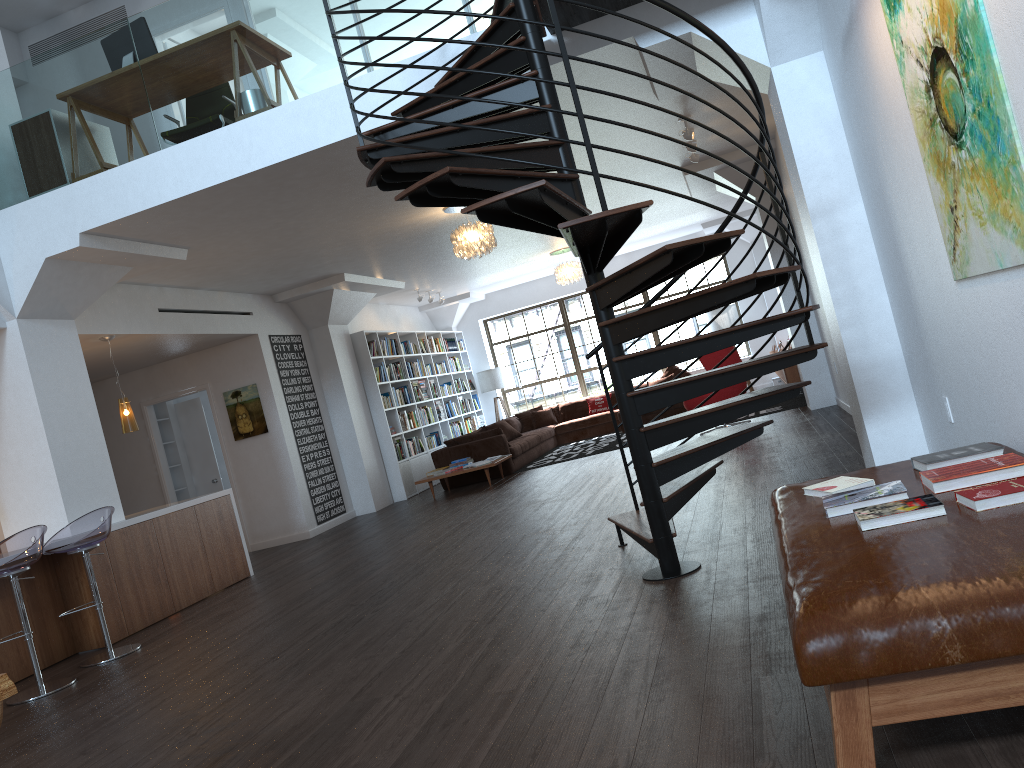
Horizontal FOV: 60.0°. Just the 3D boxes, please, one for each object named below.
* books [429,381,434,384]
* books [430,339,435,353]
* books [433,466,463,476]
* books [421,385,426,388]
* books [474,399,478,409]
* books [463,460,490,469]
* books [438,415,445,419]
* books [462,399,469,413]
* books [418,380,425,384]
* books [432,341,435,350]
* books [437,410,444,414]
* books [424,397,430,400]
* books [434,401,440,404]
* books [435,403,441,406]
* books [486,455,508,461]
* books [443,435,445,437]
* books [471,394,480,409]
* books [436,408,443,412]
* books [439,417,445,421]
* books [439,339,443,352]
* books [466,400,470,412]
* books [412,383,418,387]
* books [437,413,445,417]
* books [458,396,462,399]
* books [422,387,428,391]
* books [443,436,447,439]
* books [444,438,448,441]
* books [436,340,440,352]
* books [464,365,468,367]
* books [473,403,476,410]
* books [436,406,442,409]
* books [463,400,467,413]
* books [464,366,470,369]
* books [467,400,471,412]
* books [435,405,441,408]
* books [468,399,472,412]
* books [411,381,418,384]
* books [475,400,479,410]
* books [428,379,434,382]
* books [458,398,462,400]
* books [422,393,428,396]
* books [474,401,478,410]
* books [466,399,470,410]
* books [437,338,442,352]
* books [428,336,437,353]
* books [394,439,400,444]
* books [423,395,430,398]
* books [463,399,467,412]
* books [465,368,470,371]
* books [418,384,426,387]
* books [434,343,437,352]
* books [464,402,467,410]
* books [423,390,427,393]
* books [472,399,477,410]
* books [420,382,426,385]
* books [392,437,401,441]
[{"bbox_3d":[-1.396,-0.001,14.438,0.223,0.031,0.161,-15,0,15],"label":"books"},{"bbox_3d":[-1.411,-0.620,14.959,0.171,0.246,0.057,-15,0,15],"label":"books"},{"bbox_3d":[-0.831,1.130,11.514,0.236,0.035,0.340,-15,-1,40],"label":"books"},{"bbox_3d":[-1.481,0.064,14.111,0.161,0.033,0.223,-15,0,15],"label":"books"},{"bbox_3d":[-0.733,0.394,16.422,0.161,0.213,0.118,-15,0,15],"label":"books"},{"bbox_3d":[-0.457,1.031,11.403,0.231,0.040,0.342,-14,-1,-35],"label":"books"},{"bbox_3d":[-1.246,0.562,14.537,0.251,0.037,0.160,-15,-1,20],"label":"books"},{"bbox_3d":[-0.886,0.407,15.889,0.183,0.253,0.042,-15,0,15],"label":"books"},{"bbox_3d":[-1.488,-0.026,14.120,0.129,0.043,0.185,-15,-1,29],"label":"books"},{"bbox_3d":[-1.397,-0.611,14.999,0.161,0.223,0.027,-15,0,15],"label":"books"},{"bbox_3d":[-1.255,0.481,14.545,0.231,0.044,0.168,-15,0,10],"label":"books"},{"bbox_3d":[-1.422,0.256,14.097,0.171,0.039,0.246,-15,0,15],"label":"books"},{"bbox_3d":[-1.286,0.323,14.529,0.185,0.041,0.129,-15,-1,29],"label":"books"},{"bbox_3d":[-1.273,0.353,14.534,0.208,0.024,0.144,-15,-1,20],"label":"books"},{"bbox_3d":[-0.227,0.974,11.696,0.256,0.035,0.350,-15,-1,40],"label":"books"},{"bbox_3d":[-1.206,0.873,14.513,0.204,0.025,0.144,-15,0,15],"label":"books"},{"bbox_3d":[-0.709,0.348,16.571,0.176,0.290,0.053,-15,0,15],"label":"books"},{"bbox_3d":[-1.271,0.443,14.539,0.253,0.040,0.183,-15,0,15],"label":"books"},{"bbox_3d":[-1.235,0.598,14.533,0.246,0.038,0.171,-15,0,15],"label":"books"},{"bbox_3d":[-1.302,-0.647,15.376,0.160,0.250,0.026,-15,0,15],"label":"books"},{"bbox_3d":[-0.861,0.417,15.951,0.161,0.223,0.032,-15,0,15],"label":"books"},{"bbox_3d":[-1.575,0.028,13.723,0.174,0.045,0.240,-15,0,14],"label":"books"},{"bbox_3d":[-1.254,0.525,14.562,0.259,0.040,0.180,-15,0,15],"label":"books"},{"bbox_3d":[-1.006,0.261,15.623,0.224,0.030,0.161,-15,-1,25],"label":"books"},{"bbox_3d":[-1.468,0.097,14.103,0.183,0.042,0.253,-15,0,15],"label":"books"},{"bbox_3d":[-1.203,0.902,14.515,0.254,0.032,0.174,-15,-1,20],"label":"books"},{"bbox_3d":[-1.191,0.933,14.511,0.284,0.033,0.197,-15,0,0],"label":"books"},{"bbox_3d":[-1.347,-0.627,15.207,0.168,0.231,0.037,-15,0,15],"label":"books"},{"bbox_3d":[-0.959,-0.303,16.406,0.174,0.032,0.254,-14,-1,-40],"label":"books"},{"bbox_3d":[-0.785,0.390,16.246,0.174,0.242,0.105,-15,0,15],"label":"books"},{"bbox_3d":[-1.272,0.408,14.544,0.223,0.032,0.161,-15,0,15],"label":"books"},{"bbox_3d":[-0.916,0.417,15.773,0.171,0.246,0.036,-15,0,15],"label":"books"},{"bbox_3d":[-0.952,-0.271,16.411,0.284,0.033,0.197,-15,-1,30],"label":"books"},{"bbox_3d":[-0.840,0.421,16.020,0.161,0.221,0.035,-15,0,14],"label":"books"},{"bbox_3d":[-1.260,0.375,14.525,0.161,0.026,0.223,-15,0,4],"label":"books"},{"bbox_3d":[-0.828,0.407,16.106,0.168,0.228,0.139,-15,0,15],"label":"books"},{"bbox_3d":[-1.582,-0.008,13.700,0.223,0.027,0.161,-15,-1,24],"label":"books"},{"bbox_3d":[-0.726,0.394,16.473,0.161,0.213,0.146,-15,0,15],"label":"books"},{"bbox_3d":[-1.402,-0.030,14.447,0.224,0.030,0.161,-15,-1,25],"label":"books"},{"bbox_3d":[-1.000,0.290,15.615,0.223,0.031,0.161,-15,0,15],"label":"books"},{"bbox_3d":[-1.469,0.187,14.099,0.180,0.042,0.259,-15,0,15],"label":"books"},{"bbox_3d":[-0.749,0.394,16.387,0.161,0.218,0.101,-15,0,15],"label":"books"},{"bbox_3d":[-0.861,0.403,15.987,0.160,0.251,0.039,-15,0,15],"label":"books"},{"bbox_3d":[-1.326,-0.643,15.272,0.183,0.253,0.034,-15,0,15],"label":"books"},{"bbox_3d":[-1.398,-0.646,15.040,0.176,0.290,0.053,-15,0,15],"label":"books"},{"bbox_3d":[-1.691,0.825,12.528,0.174,0.045,0.240,-15,0,4],"label":"books"},{"bbox_3d":[-1.435,0.219,14.096,0.160,0.039,0.251,-15,-1,20],"label":"books"},{"bbox_3d":[-0.910,0.414,15.809,0.160,0.251,0.036,-15,0,15],"label":"books"},{"bbox_3d":[-0.943,-0.238,16.411,0.284,0.035,0.197,-15,-1,45],"label":"books"},{"bbox_3d":[-1.497,0.038,14.138,0.223,0.027,0.161,-15,0,4],"label":"books"},{"bbox_3d":[-1.379,-0.616,15.078,0.161,0.223,0.026,-15,0,15],"label":"books"},{"bbox_3d":[-0.910,0.424,15.852,0.168,0.231,0.045,-15,0,15],"label":"books"},{"bbox_3d":[-1.463,0.140,14.109,0.168,0.045,0.231,-15,0,10],"label":"books"},{"bbox_3d":[-0.760,0.388,16.326,0.172,0.235,0.112,-15,0,15],"label":"books"},{"bbox_3d":[-1.485,0.008,14.125,0.144,0.024,0.208,-15,-1,20],"label":"books"},{"bbox_3d":[-1.698,0.788,12.505,0.223,0.027,0.161,-15,-1,24],"label":"books"}]
